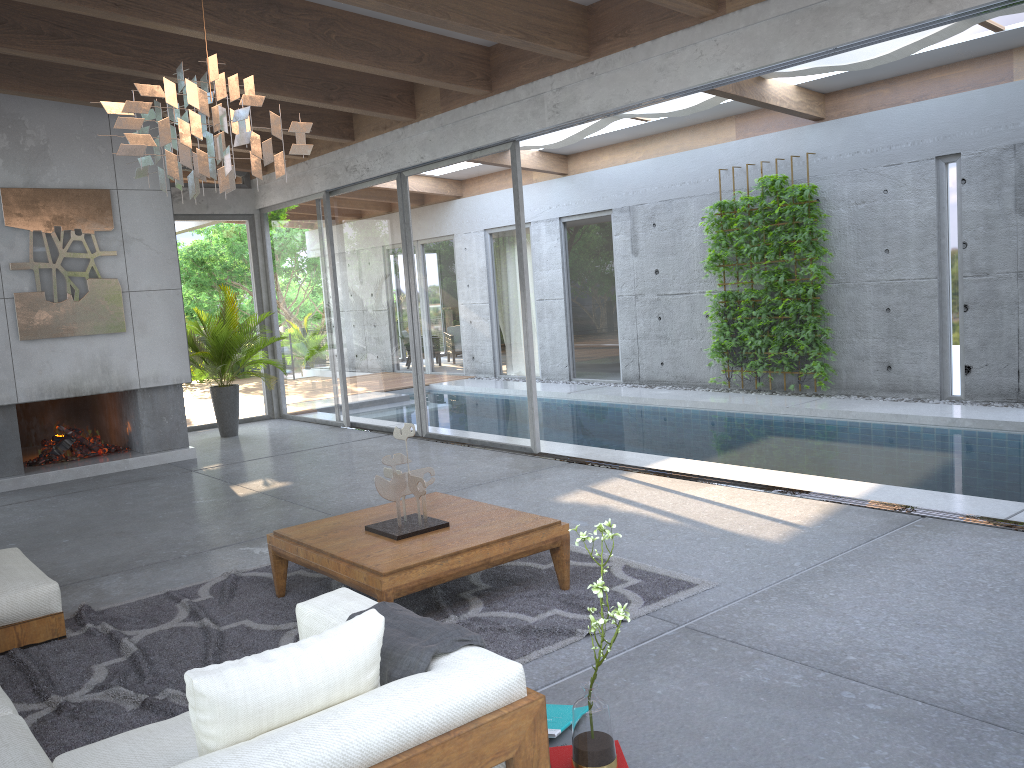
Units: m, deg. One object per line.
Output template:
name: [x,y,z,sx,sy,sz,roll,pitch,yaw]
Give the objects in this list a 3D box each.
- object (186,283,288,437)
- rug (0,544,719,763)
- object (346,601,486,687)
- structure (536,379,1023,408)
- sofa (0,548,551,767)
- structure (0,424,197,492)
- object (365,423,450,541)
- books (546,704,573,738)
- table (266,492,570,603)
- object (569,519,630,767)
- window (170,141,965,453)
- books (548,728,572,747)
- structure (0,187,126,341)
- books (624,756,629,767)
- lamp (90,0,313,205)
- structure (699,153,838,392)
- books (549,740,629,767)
object: [-3.387,-0.294,10.356,1.484,1.819,1.798,-8,7,-32]
rug: [-0.927,1.080,4.080,3.186,0.056,2.187,-9,8,-38]
object: [-0.345,1.039,2.490,0.857,0.704,0.472,-10,8,-42]
structure: [3.683,0.145,10.085,0.477,0.068,13.673,-9,8,-39]
sofa: [-1.844,0.968,3.132,1.965,0.777,3.733,-9,8,-39]
structure: [-4.694,0.549,9.200,2.012,0.595,2.203,-9,8,-39]
object: [-0.534,0.441,4.329,0.346,0.518,0.379,-9,8,-39]
books: [0.102,1.117,2.950,0.219,0.074,0.288,-1,7,26]
table: [-0.469,0.870,4.373,1.048,0.352,1.112,-9,8,-39]
object: [0.242,0.741,2.449,0.171,0.750,0.238,-6,6,-18]
window: [-0.486,-0.787,3.910,14.294,3.764,23.280,-9,8,-39]
books: [0.102,1.147,2.823,0.219,0.012,0.286,-7,7,-24]
structure: [-4.104,-1.111,8.153,0.919,1.351,0.041,-9,8,-39]
books: [0.232,1.128,2.559,0.219,0.012,0.286,-5,6,-4]
lamp: [-1.330,-1.412,3.430,0.862,1.400,0.636,-3,6,8]
structure: [3.746,-0.863,6.186,2.739,2.687,10.282,-7,6,-22]
books: [0.227,1.116,2.560,0.219,0.012,0.286,-5,6,-4]
